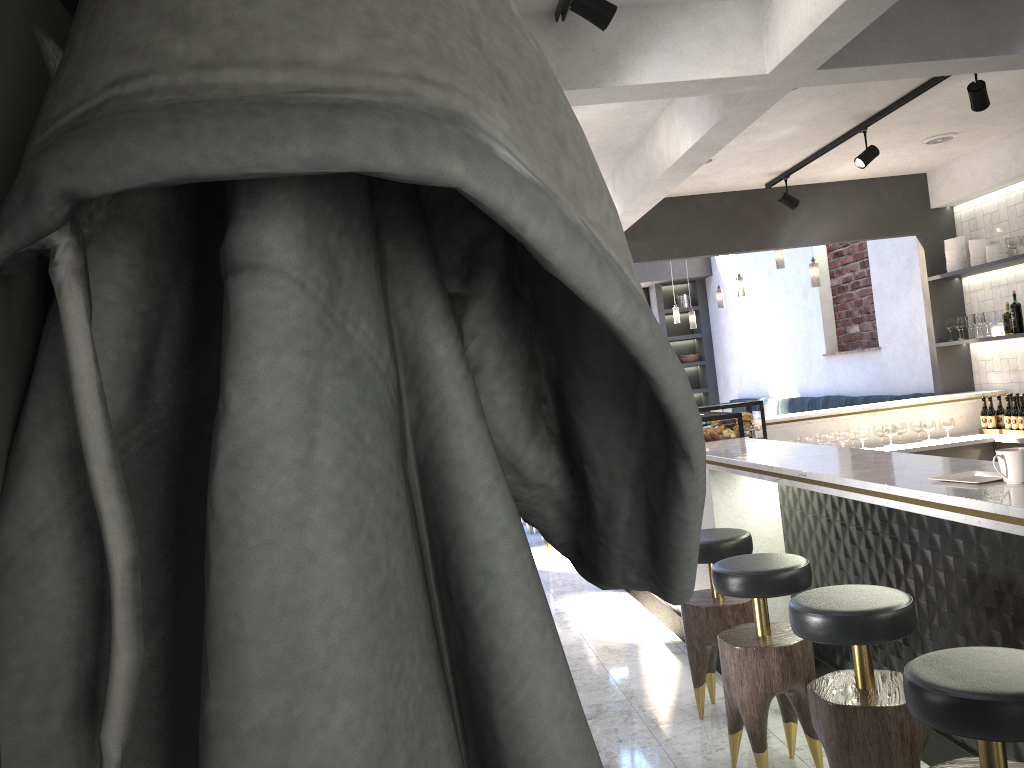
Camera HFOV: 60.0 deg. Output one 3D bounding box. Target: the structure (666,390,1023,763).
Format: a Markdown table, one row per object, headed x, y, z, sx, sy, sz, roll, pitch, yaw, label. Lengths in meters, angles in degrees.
| x | y | z | sx | sy | sz | roll | pitch | yaw | label |
| --- | --- | --- | --- | --- | --- | --- | --- | --- | --- |
| 2.648 | 0.664 | 4.341 | 3.205 | 1.300 | 5.806 | -7 | -1 | -6 | structure |

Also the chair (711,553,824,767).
| x | y | z | sx | sy | sz | roll | pitch | yaw | label |
| --- | --- | --- | --- | --- | --- | --- | --- | --- | --- |
| 0.995 | 1.087 | 3.397 | 0.370 | 0.821 | 0.372 | -7 | 0 | 3 | chair |

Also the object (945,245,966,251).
| x | y | z | sx | sy | sz | roll | pitch | yaw | label |
| --- | --- | --- | --- | --- | --- | --- | --- | --- | --- |
| 3.577 | -1.089 | 7.156 | 0.154 | 0.076 | 0.153 | -7 | -1 | 15 | object |

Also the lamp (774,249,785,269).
| x | y | z | sx | sy | sz | roll | pitch | yaw | label |
| --- | --- | --- | --- | --- | --- | --- | --- | --- | --- |
| 2.389 | -3.167 | 8.674 | 0.078 | 4.105 | 0.078 | -7 | 0 | -21 | lamp |

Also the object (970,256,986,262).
| x | y | z | sx | sy | sz | roll | pitch | yaw | label |
| --- | --- | --- | --- | --- | --- | --- | --- | --- | --- |
| 3.679 | -0.976 | 6.950 | 0.153 | 0.074 | 0.154 | -7 | -1 | -3 | object |

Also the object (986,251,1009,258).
| x | y | z | sx | sy | sz | roll | pitch | yaw | label |
| --- | --- | --- | --- | --- | --- | --- | --- | --- | --- |
| 3.700 | -0.980 | 6.757 | 0.153 | 0.074 | 0.154 | -7 | -1 | -3 | object |

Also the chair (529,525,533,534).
| x | y | z | sx | sy | sz | roll | pitch | yaw | label |
| --- | --- | --- | --- | --- | --- | --- | --- | --- | --- |
| 0.290 | 1.295 | 9.981 | 0.372 | 0.737 | 0.370 | -7 | 0 | 37 | chair |

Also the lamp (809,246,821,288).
| x | y | z | sx | sy | sz | roll | pitch | yaw | label |
| --- | --- | --- | --- | --- | --- | --- | --- | --- | --- |
| 2.496 | -2.912 | 7.978 | 0.078 | 4.105 | 0.078 | -7 | 0 | -21 | lamp |

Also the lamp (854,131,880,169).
| x | y | z | sx | sy | sz | roll | pitch | yaw | label |
| --- | --- | --- | --- | --- | --- | --- | --- | --- | --- |
| 2.216 | -1.466 | 5.551 | 0.157 | 0.235 | 0.087 | -7 | 0 | -12 | lamp |

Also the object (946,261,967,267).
| x | y | z | sx | sy | sz | roll | pitch | yaw | label |
| --- | --- | --- | --- | --- | --- | --- | --- | --- | --- |
| 3.594 | -0.963 | 7.161 | 0.153 | 0.074 | 0.154 | -7 | -1 | -3 | object |

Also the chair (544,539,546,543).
| x | y | z | sx | sy | sz | roll | pitch | yaw | label |
| --- | --- | --- | --- | --- | --- | --- | --- | --- | --- |
| 0.398 | 1.273 | 9.290 | 0.372 | 0.737 | 0.370 | -7 | 0 | 21 | chair |

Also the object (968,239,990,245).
| x | y | z | sx | sy | sz | roll | pitch | yaw | label |
| --- | --- | --- | --- | --- | --- | --- | --- | --- | --- |
| 3.663 | -1.102 | 6.945 | 0.154 | 0.076 | 0.153 | -7 | -1 | 15 | object |

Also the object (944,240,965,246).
| x | y | z | sx | sy | sz | roll | pitch | yaw | label |
| --- | --- | --- | --- | --- | --- | --- | --- | --- | --- |
| 3.576 | -1.119 | 7.155 | 0.153 | 0.067 | 0.153 | -7 | -1 | 40 | object |

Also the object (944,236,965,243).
| x | y | z | sx | sy | sz | roll | pitch | yaw | label |
| --- | --- | --- | --- | --- | --- | --- | --- | --- | --- |
| 3.569 | -1.151 | 7.153 | 0.153 | 0.070 | 0.153 | -7 | -1 | 40 | object |

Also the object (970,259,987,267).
| x | y | z | sx | sy | sz | roll | pitch | yaw | label |
| --- | --- | --- | --- | --- | --- | --- | --- | --- | --- |
| 3.681 | -0.940 | 6.952 | 0.153 | 0.055 | 0.153 | -6 | -1 | -44 | object |

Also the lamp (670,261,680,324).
| x | y | z | sx | sy | sz | roll | pitch | yaw | label |
| --- | --- | --- | --- | --- | --- | --- | --- | --- | --- |
| 2.036 | -2.875 | 12.196 | 0.078 | 4.105 | 0.078 | -7 | 0 | -21 | lamp |

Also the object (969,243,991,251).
| x | y | z | sx | sy | sz | roll | pitch | yaw | label |
| --- | --- | --- | --- | --- | --- | --- | --- | --- | --- |
| 3.666 | -1.066 | 6.947 | 0.153 | 0.060 | 0.153 | -6 | -1 | -24 | object |

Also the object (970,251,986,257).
| x | y | z | sx | sy | sz | roll | pitch | yaw | label |
| --- | --- | --- | --- | --- | --- | --- | --- | --- | --- |
| 3.676 | -1.005 | 6.949 | 0.153 | 0.062 | 0.153 | -7 | -1 | 23 | object |

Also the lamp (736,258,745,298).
| x | y | z | sx | sy | sz | roll | pitch | yaw | label |
| --- | --- | --- | --- | --- | --- | --- | --- | --- | --- |
| 2.289 | -2.996 | 9.763 | 0.078 | 4.105 | 0.078 | -7 | 0 | -44 | lamp |

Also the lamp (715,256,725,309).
| x | y | z | sx | sy | sz | roll | pitch | yaw | label |
| --- | --- | --- | --- | --- | --- | --- | --- | --- | --- |
| 2.223 | -2.932 | 10.431 | 0.078 | 4.105 | 0.078 | -7 | 0 | -44 | lamp |

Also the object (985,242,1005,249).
| x | y | z | sx | sy | sz | roll | pitch | yaw | label |
| --- | --- | --- | --- | --- | --- | --- | --- | --- | --- |
| 3.691 | -1.042 | 6.755 | 0.154 | 0.075 | 0.153 | -6 | -1 | -39 | object |

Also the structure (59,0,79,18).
| x | y | z | sx | sy | sz | roll | pitch | yaw | label |
| --- | --- | --- | --- | --- | --- | --- | --- | --- | --- |
| -0.164 | -0.286 | 0.218 | 0.085 | 0.252 | 1.370 | -7 | -1 | -6 | structure |

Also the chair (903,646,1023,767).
| x | y | z | sx | sy | sz | roll | pitch | yaw | label |
| --- | --- | --- | --- | --- | --- | --- | --- | --- | --- |
| 1.135 | 1.054 | 2.018 | 0.371 | 0.821 | 0.371 | -7 | 0 | 24 | chair |

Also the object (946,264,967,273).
| x | y | z | sx | sy | sz | roll | pitch | yaw | label |
| --- | --- | --- | --- | --- | --- | --- | --- | --- | --- |
| 3.596 | -0.927 | 7.164 | 0.153 | 0.055 | 0.153 | -6 | -1 | -44 | object |

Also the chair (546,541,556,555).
| x | y | z | sx | sy | sz | roll | pitch | yaw | label |
| --- | --- | --- | --- | --- | --- | --- | --- | --- | --- |
| 0.429 | 1.261 | 8.585 | 0.372 | 0.737 | 0.370 | -7 | 0 | 37 | chair |

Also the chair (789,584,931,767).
| x | y | z | sx | sy | sz | roll | pitch | yaw | label |
| --- | --- | --- | --- | --- | --- | --- | --- | --- | --- |
| 1.094 | 1.068 | 2.747 | 0.372 | 0.821 | 0.370 | -7 | 0 | 37 | chair |

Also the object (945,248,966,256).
| x | y | z | sx | sy | sz | roll | pitch | yaw | label |
| --- | --- | --- | --- | --- | --- | --- | --- | --- | --- |
| 3.580 | -1.054 | 7.159 | 0.153 | 0.060 | 0.153 | -6 | -1 | -24 | object |

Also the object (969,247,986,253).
| x | y | z | sx | sy | sz | roll | pitch | yaw | label |
| --- | --- | --- | --- | --- | --- | --- | --- | --- | --- |
| 3.670 | -1.037 | 6.948 | 0.154 | 0.075 | 0.153 | -6 | -1 | -39 | object |

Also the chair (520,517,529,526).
| x | y | z | sx | sy | sz | roll | pitch | yaw | label |
| --- | --- | --- | --- | --- | --- | --- | --- | --- | --- |
| 0.186 | 1.315 | 10.667 | 0.370 | 0.737 | 0.372 | -7 | 0 | -16 | chair |

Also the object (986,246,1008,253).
| x | y | z | sx | sy | sz | roll | pitch | yaw | label |
| --- | --- | --- | --- | --- | --- | --- | --- | --- | --- |
| 3.697 | -1.010 | 6.756 | 0.153 | 0.062 | 0.153 | -7 | -1 | 23 | object |

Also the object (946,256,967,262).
| x | y | z | sx | sy | sz | roll | pitch | yaw | label |
| --- | --- | --- | --- | --- | --- | --- | --- | --- | --- |
| 3.591 | -0.993 | 7.161 | 0.153 | 0.062 | 0.153 | -7 | -1 | 23 | object |

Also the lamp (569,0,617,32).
| x | y | z | sx | sy | sz | roll | pitch | yaw | label |
| --- | --- | --- | --- | --- | --- | --- | --- | --- | --- |
| 0.260 | -1.272 | 2.893 | 0.157 | 0.238 | 0.087 | -7 | 0 | -12 | lamp |

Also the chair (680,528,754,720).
| x | y | z | sx | sy | sz | roll | pitch | yaw | label |
| --- | --- | --- | --- | --- | --- | --- | --- | --- | --- |
| 0.959 | 1.100 | 4.082 | 0.371 | 0.821 | 0.371 | -6 | 0 | -44 | chair |

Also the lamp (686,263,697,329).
| x | y | z | sx | sy | sz | roll | pitch | yaw | label |
| --- | --- | --- | --- | --- | --- | --- | --- | --- | --- |
| 2.122 | -2.759 | 11.535 | 0.078 | 4.105 | 0.078 | -7 | 0 | -21 | lamp |

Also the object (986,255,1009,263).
| x | y | z | sx | sy | sz | roll | pitch | yaw | label |
| --- | --- | --- | --- | --- | --- | --- | --- | --- | --- |
| 3.702 | -0.945 | 6.759 | 0.153 | 0.055 | 0.153 | -6 | -1 | -44 | object |

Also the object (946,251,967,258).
| x | y | z | sx | sy | sz | roll | pitch | yaw | label |
| --- | --- | --- | --- | --- | --- | --- | --- | --- | --- |
| 3.585 | -1.025 | 7.160 | 0.154 | 0.075 | 0.153 | -6 | -1 | -39 | object |

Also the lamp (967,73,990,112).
| x | y | z | sx | sy | sz | roll | pitch | yaw | label |
| --- | --- | --- | --- | --- | --- | --- | --- | --- | --- |
| 2.343 | -1.494 | 4.463 | 0.087 | 0.235 | 0.157 | -7 | 0 | 33 | lamp |

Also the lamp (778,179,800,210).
| x | y | z | sx | sy | sz | roll | pitch | yaw | label |
| --- | --- | --- | --- | --- | --- | --- | --- | --- | --- |
| 2.100 | -1.437 | 6.740 | 0.157 | 0.235 | 0.087 | -7 | 0 | -12 | lamp |
